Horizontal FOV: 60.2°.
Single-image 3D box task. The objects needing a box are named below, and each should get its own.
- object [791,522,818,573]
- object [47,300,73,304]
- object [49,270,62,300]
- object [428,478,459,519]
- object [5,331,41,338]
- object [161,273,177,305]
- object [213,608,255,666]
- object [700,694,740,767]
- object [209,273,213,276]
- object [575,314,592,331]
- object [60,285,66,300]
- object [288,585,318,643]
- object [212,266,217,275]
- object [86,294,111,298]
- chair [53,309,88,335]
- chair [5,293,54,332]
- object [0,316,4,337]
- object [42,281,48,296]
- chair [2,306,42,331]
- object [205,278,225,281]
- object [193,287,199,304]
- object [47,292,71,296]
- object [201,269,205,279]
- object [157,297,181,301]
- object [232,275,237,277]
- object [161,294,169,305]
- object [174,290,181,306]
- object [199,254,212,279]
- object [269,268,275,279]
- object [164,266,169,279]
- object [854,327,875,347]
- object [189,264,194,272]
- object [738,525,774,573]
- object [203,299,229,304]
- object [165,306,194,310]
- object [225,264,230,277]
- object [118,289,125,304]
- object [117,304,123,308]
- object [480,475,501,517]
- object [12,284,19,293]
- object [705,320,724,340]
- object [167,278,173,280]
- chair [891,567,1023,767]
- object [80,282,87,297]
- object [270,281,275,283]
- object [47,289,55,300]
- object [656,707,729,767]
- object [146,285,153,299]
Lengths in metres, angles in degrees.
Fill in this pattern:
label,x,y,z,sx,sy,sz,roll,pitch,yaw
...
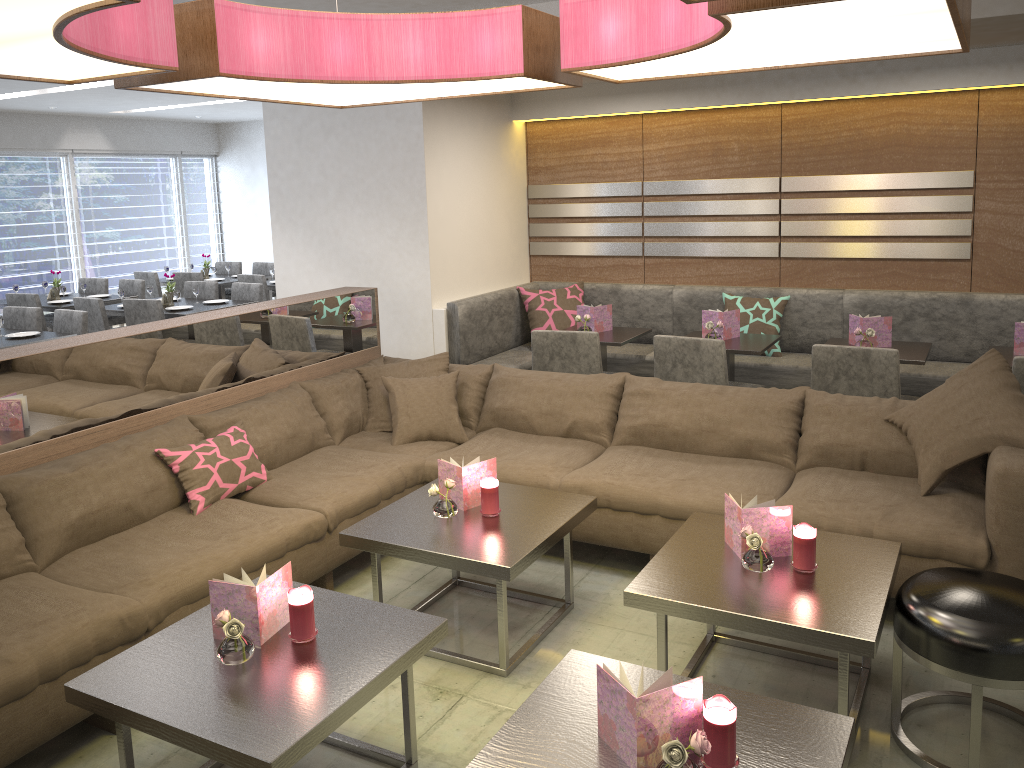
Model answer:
label,x,y,z,sx,sy,sz,roll,pitch,yaw
object,0.848,0.473,2.564,0.075,0.127,0.076,-3,10,-8
object,-4.026,-0.732,7.889,0.217,0.015,0.220,0,13,7
object,-4.213,-0.920,8.166,0.155,0.273,0.105,3,10,26
object,-0.238,0.395,3.069,0.102,0.130,0.093,-3,10,-6
object,-3.329,-0.332,6.016,0.217,0.015,0.219,-5,13,-15
object,-2.882,-0.801,7.439,0.155,0.273,0.105,3,10,26
object,-0.684,0.616,2.165,0.095,0.128,0.102,0,10,12
object,0.404,0.679,1.719,0.075,0.127,0.076,-3,10,-8
object,-3.501,-1.237,10.045,0.217,0.015,0.220,-4,13,-8
object,0.425,-0.348,5.191,0.107,0.124,0.095,-5,11,-18
object,-4.072,-0.824,8.029,0.053,0.137,0.054,-4,9,-13
object,-0.539,0.588,2.265,0.075,0.127,0.076,-2,10,2
object,-3.219,-1.202,9.569,0.053,0.137,0.054,-4,9,-13
object,-3.841,-0.814,8.223,0.217,0.015,0.220,0,13,7
chair,-3.270,-0.111,6.203,0.478,0.753,0.497,5,12,33
chair,-4.106,-0.454,7.846,0.477,0.753,0.498,2,11,24
object,-3.499,-0.394,6.041,0.053,0.137,0.054,-4,9,-13
object,-4.505,-0.924,8.537,0.053,0.137,0.054,-4,9,-13
chair,-3.744,-0.155,6.471,0.477,0.753,0.498,2,11,24
object,-3.172,-1.109,9.431,0.217,0.015,0.220,0,13,7
object,-2.683,-0.756,7.515,0.053,0.137,0.054,-4,9,-13
object,-4.354,-0.859,8.503,0.217,0.015,0.220,0,13,7
object,-3.416,-1.215,9.747,0.070,0.098,0.206,-2,12,-1
object,-3.023,-0.741,7.777,0.217,0.015,0.220,0,13,9
object,-2.987,-1.191,9.765,0.217,0.015,0.220,-4,13,-8
object,-2.938,-0.719,7.479,0.070,0.098,0.206,-2,12,-1
object,-2.756,-0.701,7.284,0.053,0.137,0.054,-4,9,-13
object,-3.360,-1.297,9.707,0.155,0.273,0.105,3,10,26
object,-2.465,-1.121,9.099,0.053,0.137,0.054,-4,9,-13
object,-3.845,-1.244,9.850,0.053,0.137,0.054,-4,9,-13
object,1.777,-0.227,4.454,0.095,0.124,0.103,-3,10,-7
object,-3.653,-1.301,10.077,0.053,0.137,0.054,-4,9,-13
object,0.714,0.477,2.571,0.095,0.127,0.107,-4,10,-11
object,-2.509,-0.695,7.496,0.217,0.015,0.220,0,13,9
object,-2.694,-0.613,7.163,0.217,0.015,0.220,0,13,9
object,-3.146,-1.256,9.800,0.053,0.137,0.054,-4,9,-13
object,-3.329,-0.739,7.539,0.053,0.137,0.054,-4,9,-13
object,-3.207,-0.659,7.443,0.217,0.015,0.220,0,13,9
object,-0.077,0.389,3.077,0.075,0.127,0.076,-2,10,2
object,-4.645,-0.862,8.284,0.053,0.137,0.054,-4,9,-13
object,1.100,-0.289,4.831,0.111,0.124,0.092,-8,11,-28
object,-3.686,-1.155,9.711,0.217,0.015,0.220,0,13,7
chair,1.251,0.756,2.374,0.422,0.445,0.428,0,11,10
object,-3.999,-0.879,8.260,0.053,0.137,0.054,-4,9,-13
object,-2.354,-1.036,8.984,0.217,0.015,0.220,0,13,9
object,-4.269,-0.838,8.206,0.070,0.098,0.206,-2,12,-1
object,0.351,0.694,1.672,0.194,0.124,0.096,-8,12,-29
object,-3.189,-0.801,7.792,0.053,0.137,0.054,-4,9,-13
